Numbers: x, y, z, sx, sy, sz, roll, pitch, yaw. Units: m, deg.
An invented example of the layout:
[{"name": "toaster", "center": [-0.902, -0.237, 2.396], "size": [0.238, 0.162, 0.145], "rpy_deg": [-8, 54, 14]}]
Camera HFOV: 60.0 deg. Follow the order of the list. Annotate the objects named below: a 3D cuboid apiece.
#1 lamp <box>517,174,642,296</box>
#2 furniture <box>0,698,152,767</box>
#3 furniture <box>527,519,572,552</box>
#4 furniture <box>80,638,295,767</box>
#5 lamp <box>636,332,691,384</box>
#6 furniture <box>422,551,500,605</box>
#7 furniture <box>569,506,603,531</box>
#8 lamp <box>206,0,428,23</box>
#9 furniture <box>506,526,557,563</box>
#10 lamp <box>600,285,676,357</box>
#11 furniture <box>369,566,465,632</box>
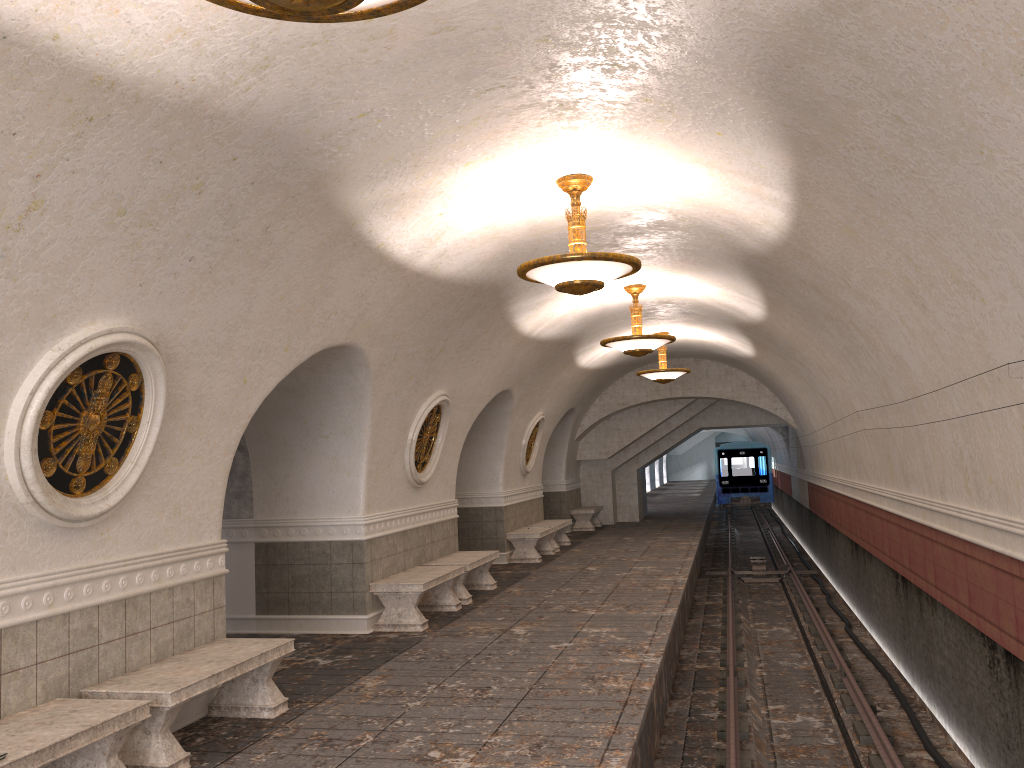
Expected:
[{"name": "lamp", "center": [0.531, -1.190, 7.213], "size": [1.008, 0.955, 1.008], "rpy_deg": [-5, -6, 29]}, {"name": "furniture", "center": [-2.461, 1.966, 4.230], "size": [0.613, 0.508, 1.509], "rpy_deg": [-4, -5, 13]}, {"name": "furniture", "center": [0.768, 2.981, 17.469], "size": [0.613, 0.508, 1.509], "rpy_deg": [-4, -5, 13]}, {"name": "furniture", "center": [-2.064, 2.091, 5.859], "size": [0.613, 0.508, 1.509], "rpy_deg": [-4, -5, 13]}, {"name": "lamp", "center": [2.814, -0.472, 16.570], "size": [1.008, 0.955, 1.008], "rpy_deg": [1, -6, -30]}, {"name": "furniture", "center": [-0.641, 2.539, 11.693], "size": [0.613, 0.508, 1.509], "rpy_deg": [-4, -5, 13]}, {"name": "furniture", "center": [1.859, 3.325, 21.946], "size": [0.613, 0.508, 1.509], "rpy_deg": [-4, -5, 13]}, {"name": "lamp", "center": [-0.610, -1.549, 2.534], "size": [1.008, 0.955, 1.008], "rpy_deg": [-2, -5, -2]}, {"name": "furniture", "center": [0.370, 2.857, 15.840], "size": [0.613, 0.508, 1.509], "rpy_deg": [-4, -5, 13]}, {"name": "lamp", "center": [1.672, -0.831, 11.891], "size": [1.008, 0.955, 1.008], "rpy_deg": [-5, -6, 29]}, {"name": "furniture", "center": [-1.039, 2.414, 10.064], "size": [0.613, 0.508, 1.509], "rpy_deg": [-4, -5, 13]}]
